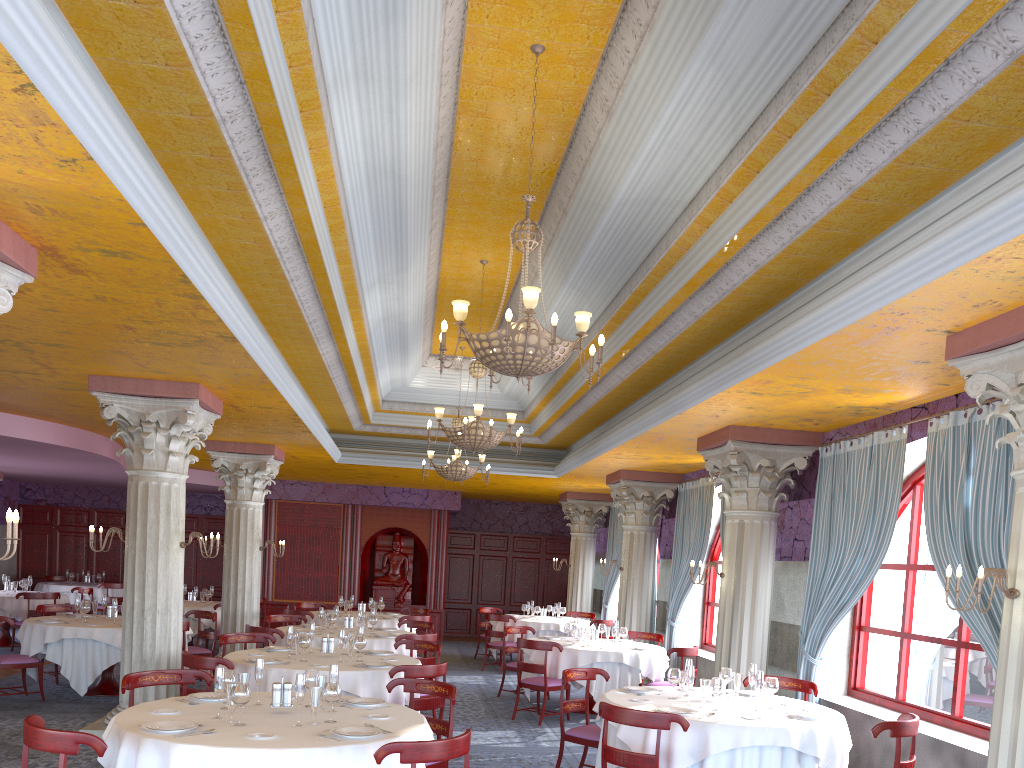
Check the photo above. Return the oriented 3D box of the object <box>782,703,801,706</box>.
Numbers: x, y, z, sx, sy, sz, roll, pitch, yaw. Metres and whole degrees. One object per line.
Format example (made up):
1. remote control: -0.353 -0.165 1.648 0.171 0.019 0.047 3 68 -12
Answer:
1. object: 2.401 2.760 7.365 0.158 0.009 0.162 0 -12 13

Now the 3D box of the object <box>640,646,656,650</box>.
1. object: 1.882 3.657 11.867 0.257 0.020 0.055 -7 -15 42

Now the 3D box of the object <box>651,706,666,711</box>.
1. object: 1.160 2.563 6.760 0.027 0.013 0.236 -4 -13 38

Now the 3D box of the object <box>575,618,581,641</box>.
1. object: 0.966 3.571 12.455 0.074 0.338 0.073 1 4 -38

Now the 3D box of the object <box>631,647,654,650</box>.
1. object: 1.780 3.611 11.681 0.313 0.024 0.318 5 -12 -6

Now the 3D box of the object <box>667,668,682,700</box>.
1. object: 1.391 2.575 7.356 0.122 0.266 0.122 3 1 7

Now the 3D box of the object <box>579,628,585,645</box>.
1. object: 0.972 3.495 11.850 0.085 0.239 0.085 4 2 18

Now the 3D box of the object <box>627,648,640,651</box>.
1. object: 1.650 3.582 11.551 0.232 0.013 0.028 -6 -13 38

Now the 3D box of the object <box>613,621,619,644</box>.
1. object: 1.501 3.581 12.360 0.074 0.338 0.073 2 3 -15

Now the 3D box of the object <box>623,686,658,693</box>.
1. object: 1.158 2.752 7.704 0.313 0.024 0.318 5 -12 -6

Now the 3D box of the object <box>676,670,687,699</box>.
1. object: 1.475 2.610 7.438 0.086 0.239 0.085 2 2 -27

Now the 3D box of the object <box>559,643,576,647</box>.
1. object: 0.706 3.522 11.544 0.313 0.024 0.318 5 -12 -6

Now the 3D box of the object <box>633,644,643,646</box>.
1. object: 1.816 3.744 12.279 0.159 0.009 0.161 -8 -16 42

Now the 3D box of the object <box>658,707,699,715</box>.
1. object: 1.291 2.538 6.630 0.312 0.024 0.319 0 -12 13

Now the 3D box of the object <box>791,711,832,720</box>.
1. object: 2.365 2.627 6.767 0.312 0.024 0.319 0 -12 13

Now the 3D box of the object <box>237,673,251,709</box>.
1. object: -1.833 2.095 5.853 0.086 0.239 0.085 2 2 -27

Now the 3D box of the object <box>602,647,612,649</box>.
1. object: 1.263 3.552 11.500 0.158 0.009 0.162 -4 -14 33

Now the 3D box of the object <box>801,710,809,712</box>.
1. object: 2.467 2.673 6.954 0.257 0.020 0.055 -7 -15 42

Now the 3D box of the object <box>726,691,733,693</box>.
1. object: 2.046 2.854 7.942 0.054 0.020 0.261 -6 -15 42

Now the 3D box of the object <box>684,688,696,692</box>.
1. object: 1.623 2.830 7.915 0.158 0.009 0.162 0 -12 13

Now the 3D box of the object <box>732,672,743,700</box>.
1. object: 1.977 2.655 7.522 0.085 0.239 0.085 4 2 18

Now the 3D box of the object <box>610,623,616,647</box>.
1. object: 1.404 3.465 11.825 0.073 0.338 0.074 5 3 30

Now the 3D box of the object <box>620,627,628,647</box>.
1. object: 1.560 3.548 12.014 0.123 0.266 0.121 3 1 -38

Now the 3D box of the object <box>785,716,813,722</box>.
1. object: 2.235 2.598 6.637 0.232 0.013 0.028 -6 -13 38

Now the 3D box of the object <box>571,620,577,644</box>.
1. object: 0.869 3.454 11.920 0.074 0.338 0.073 4 3 7

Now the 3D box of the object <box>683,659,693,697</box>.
1. object: 1.551 2.587 7.541 0.073 0.338 0.074 5 3 30

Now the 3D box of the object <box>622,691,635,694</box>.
1. object: 1.077 2.727 7.550 0.253 0.003 0.022 -6 -14 37

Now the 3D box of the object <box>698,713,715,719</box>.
1. object: 1.477 2.530 6.530 0.054 0.020 0.261 -6 -15 42

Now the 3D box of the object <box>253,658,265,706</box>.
1. object: -1.757 2.072 5.956 0.074 0.338 0.073 2 3 -15

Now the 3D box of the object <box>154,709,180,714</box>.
1. object: -2.238 2.123 5.551 0.159 0.009 0.161 5 -12 -6

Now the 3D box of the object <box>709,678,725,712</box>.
1. object: 1.639 2.484 6.851 0.122 0.266 0.122 3 1 7

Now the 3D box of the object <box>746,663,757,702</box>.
1. object: 2.086 2.597 7.446 0.073 0.338 0.074 5 3 30

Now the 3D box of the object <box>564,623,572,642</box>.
1. object: 0.806 3.559 12.270 0.122 0.266 0.122 3 1 7

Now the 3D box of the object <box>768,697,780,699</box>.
1. object: 2.362 2.828 7.711 0.027 0.013 0.236 -4 -13 38

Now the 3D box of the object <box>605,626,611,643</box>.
1. object: 1.392 3.639 12.436 0.085 0.239 0.085 4 2 18

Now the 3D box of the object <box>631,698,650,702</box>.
1. object: 1.070 2.638 7.136 0.158 0.009 0.162 0 -12 13

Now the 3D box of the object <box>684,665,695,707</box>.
1. object: 1.454 2.470 7.006 0.073 0.338 0.074 5 3 30

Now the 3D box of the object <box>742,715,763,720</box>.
1. object: 1.848 2.568 6.586 0.159 0.009 0.161 5 -12 -6

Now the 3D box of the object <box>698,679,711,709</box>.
1. object: 1.557 2.511 6.936 0.086 0.239 0.085 2 2 -27

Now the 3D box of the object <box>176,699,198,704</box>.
1. object: -2.253 2.196 5.933 0.257 0.020 0.055 -7 -15 42

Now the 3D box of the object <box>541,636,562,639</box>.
1. object: 0.573 3.736 12.618 0.317 0.024 0.314 12 -14 -36

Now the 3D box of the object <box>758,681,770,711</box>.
1. object: 2.059 2.556 7.020 0.086 0.239 0.085 2 2 -27

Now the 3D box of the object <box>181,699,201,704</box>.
1. object: -2.231 2.213 5.965 0.253 0.003 0.022 -6 -14 37

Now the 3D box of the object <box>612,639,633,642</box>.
1. object: 1.647 3.825 12.754 0.313 0.024 0.318 5 -12 -6

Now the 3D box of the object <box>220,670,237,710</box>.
1. object: -1.918 2.060 5.772 0.123 0.266 0.121 3 1 -15

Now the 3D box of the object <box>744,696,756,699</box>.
1. object: 2.135 2.806 7.664 0.139 0.011 0.030 -7 -14 40

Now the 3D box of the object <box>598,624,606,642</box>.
1. object: 1.313 3.639 12.520 0.123 0.266 0.121 3 1 -15

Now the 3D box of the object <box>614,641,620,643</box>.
1. object: 1.550 3.790 12.578 0.139 0.011 0.030 -7 -14 40

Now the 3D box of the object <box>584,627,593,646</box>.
1. object: 1.054 3.468 11.764 0.123 0.266 0.121 3 1 -38

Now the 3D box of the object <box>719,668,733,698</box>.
1. object: 1.898 2.655 7.606 0.123 0.266 0.121 3 1 -15

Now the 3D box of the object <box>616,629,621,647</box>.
1. object: 1.474 3.540 11.934 0.086 0.239 0.085 2 2 -27

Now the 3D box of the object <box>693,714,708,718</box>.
1. object: 1.445 2.541 6.552 0.022 0.003 0.258 -5 -14 36

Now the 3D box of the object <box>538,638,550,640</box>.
1. object: 0.471 3.694 12.431 0.257 0.020 0.055 -7 -15 42

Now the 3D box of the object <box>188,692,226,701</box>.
1. object: -2.151 2.238 6.119 0.312 0.024 0.319 0 -12 13

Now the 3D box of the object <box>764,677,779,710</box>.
1. object: 2.145 2.564 7.100 0.123 0.266 0.121 3 1 -15

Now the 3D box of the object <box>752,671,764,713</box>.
1. object: 1.989 2.481 6.911 0.074 0.338 0.073 2 3 -15

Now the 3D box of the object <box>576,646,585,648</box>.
1. object: 0.892 3.514 11.443 0.054 0.020 0.261 -6 -15 42

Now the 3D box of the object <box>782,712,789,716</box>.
1. object: 2.188 2.643 6.863 0.029 0.011 0.141 -5 -14 40

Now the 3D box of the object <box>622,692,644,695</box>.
1. object: 1.056 2.710 7.518 0.257 0.020 0.055 -7 -15 42

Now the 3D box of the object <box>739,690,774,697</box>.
1. object: 2.232 2.841 7.841 0.313 0.024 0.318 5 -12 -6
